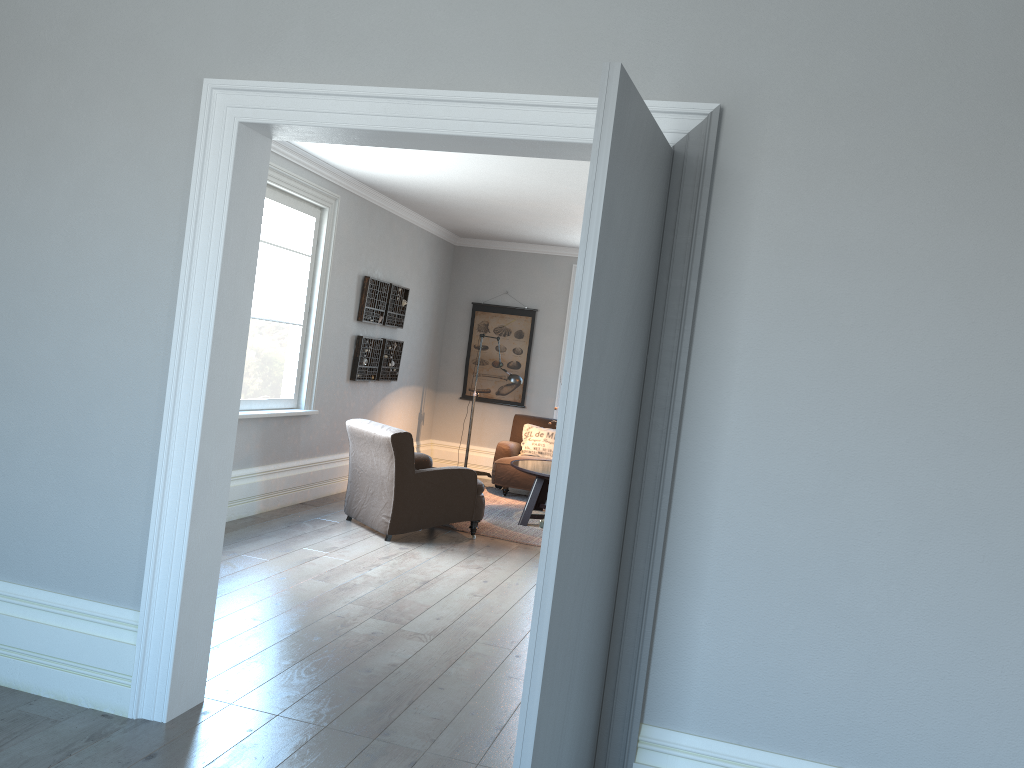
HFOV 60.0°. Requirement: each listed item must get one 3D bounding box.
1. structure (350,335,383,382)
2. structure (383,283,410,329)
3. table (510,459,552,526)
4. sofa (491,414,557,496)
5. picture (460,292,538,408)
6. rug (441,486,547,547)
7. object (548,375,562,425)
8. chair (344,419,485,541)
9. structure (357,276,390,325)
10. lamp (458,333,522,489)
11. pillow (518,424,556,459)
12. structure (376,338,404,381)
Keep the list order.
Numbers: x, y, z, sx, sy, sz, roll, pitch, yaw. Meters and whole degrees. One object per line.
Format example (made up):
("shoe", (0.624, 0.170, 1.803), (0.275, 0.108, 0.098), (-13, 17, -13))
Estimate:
("structure", (-1.350, -0.233, 8.273), (0.086, 0.416, 0.468), (8, 1, 14))
("structure", (-1.142, -0.767, 8.773), (0.105, 0.416, 0.468), (8, 1, 14))
("table", (0.599, 1.027, 7.886), (1.300, 0.503, 1.300), (7, 1, 7))
("sofa", (0.930, 0.866, 9.072), (2.165, 0.824, 0.968), (8, 1, 14))
("picture", (-0.144, -0.424, 10.228), (0.793, 1.313, 0.057), (8, 1, 14))
("rug", (0.612, 1.224, 7.917), (2.819, 0.090, 2.400), (8, 1, 15))
("object", (0.783, 0.266, 7.783), (0.853, 1.066, 0.525), (7, 1, -15))
("chair", (-0.724, 0.727, 6.818), (0.969, 0.795, 0.807), (6, 2, -35))
("structure", (-1.297, -0.772, 8.260), (0.099, 0.416, 0.468), (8, 1, 14))
("lamp", (-0.443, 0.278, 9.465), (0.797, 1.644, 1.865), (6, 2, -38))
("pillow", (0.337, 0.615, 9.338), (0.519, 0.368, 0.240), (8, 1, 14))
("structure", (-1.214, -0.236, 8.805), (0.086, 0.416, 0.468), (8, 1, 14))
